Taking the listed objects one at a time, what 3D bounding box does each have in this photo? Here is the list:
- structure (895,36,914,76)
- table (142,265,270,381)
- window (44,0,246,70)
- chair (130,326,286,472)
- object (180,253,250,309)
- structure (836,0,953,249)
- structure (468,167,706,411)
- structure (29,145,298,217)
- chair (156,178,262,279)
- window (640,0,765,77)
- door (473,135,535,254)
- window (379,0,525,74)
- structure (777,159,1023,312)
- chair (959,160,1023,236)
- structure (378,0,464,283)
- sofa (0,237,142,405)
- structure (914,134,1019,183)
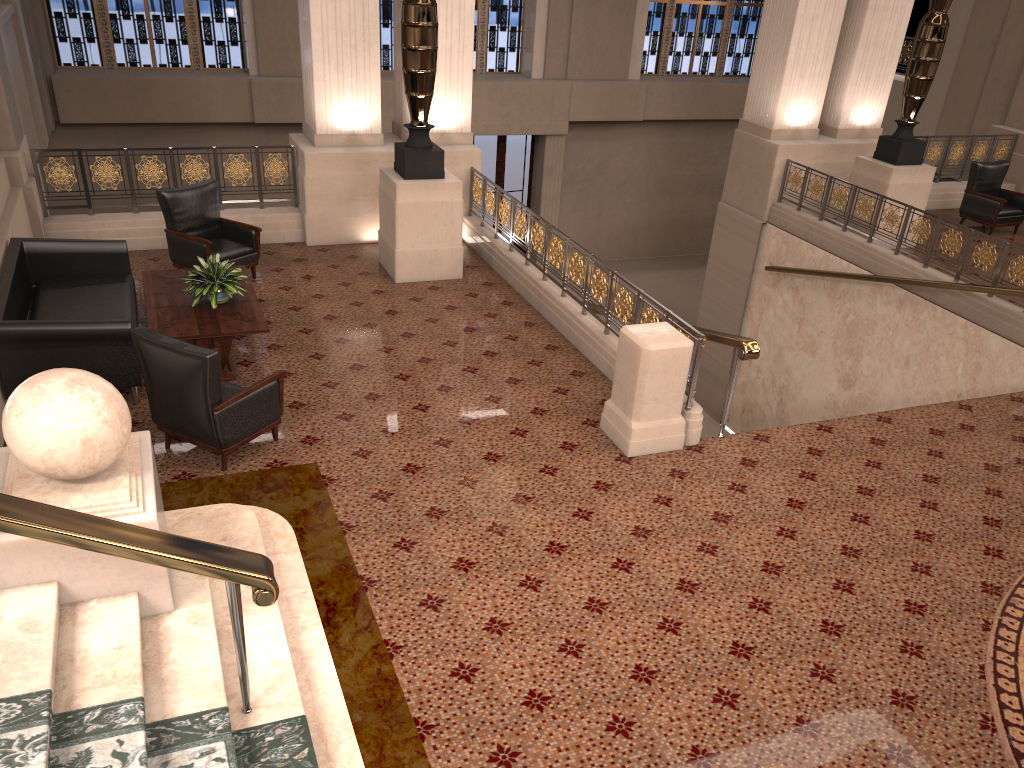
[{"bbox_3d":[6.703,-5.776,15.518,0.031,0.703,2.060,-9,30,-20],"label":"structure"},{"bbox_3d":[-2.455,-0.482,7.055,0.834,0.459,1.410,-7,30,-21],"label":"table"},{"bbox_3d":[-5.827,-7.708,13.350,2.972,5.636,0.066,-7,32,-19],"label":"window"},{"bbox_3d":[-1.927,0.027,5.683,0.639,0.888,0.691,18,32,23],"label":"chair"},{"bbox_3d":[-2.296,-0.812,6.782,0.501,0.396,0.500,9,29,8],"label":"object"},{"bbox_3d":[4.652,-3.076,10.378,0.696,2.933,0.669,-8,32,-20],"label":"structure"},{"bbox_3d":[0.419,-1.112,7.985,0.079,0.566,4.718,-8,30,-20],"label":"structure"},{"bbox_3d":[-3.520,-2.115,9.132,2.522,0.689,0.031,-7,32,-20],"label":"structure"},{"bbox_3d":[-2.842,-1.404,8.330,0.705,0.888,0.627,21,34,27],"label":"chair"},{"bbox_3d":[3.844,-8.806,16.821,2.972,5.636,0.066,-7,32,-19],"label":"window"},{"bbox_3d":[-0.286,-3.666,17.661,1.484,2.865,0.148,-7,32,-19],"label":"door"},{"bbox_3d":[-1.074,-8.247,15.056,2.972,5.636,0.066,-7,32,-19],"label":"window"},{"bbox_3d":[4.362,-1.559,9.400,0.079,0.566,4.721,-9,30,-21],"label":"structure"},{"bbox_3d":[6.409,-2.456,11.653,0.642,0.888,0.688,-11,32,-24],"label":"chair"},{"bbox_3d":[-0.871,-2.450,8.396,0.696,2.933,0.669,-8,32,-20],"label":"structure"},{"bbox_3d":[-3.304,-0.507,6.679,0.870,0.744,1.838,-8,30,-21],"label":"sofa"},{"bbox_3d":[6.208,-3.219,12.623,2.522,0.689,0.031,-7,32,-20],"label":"structure"}]
